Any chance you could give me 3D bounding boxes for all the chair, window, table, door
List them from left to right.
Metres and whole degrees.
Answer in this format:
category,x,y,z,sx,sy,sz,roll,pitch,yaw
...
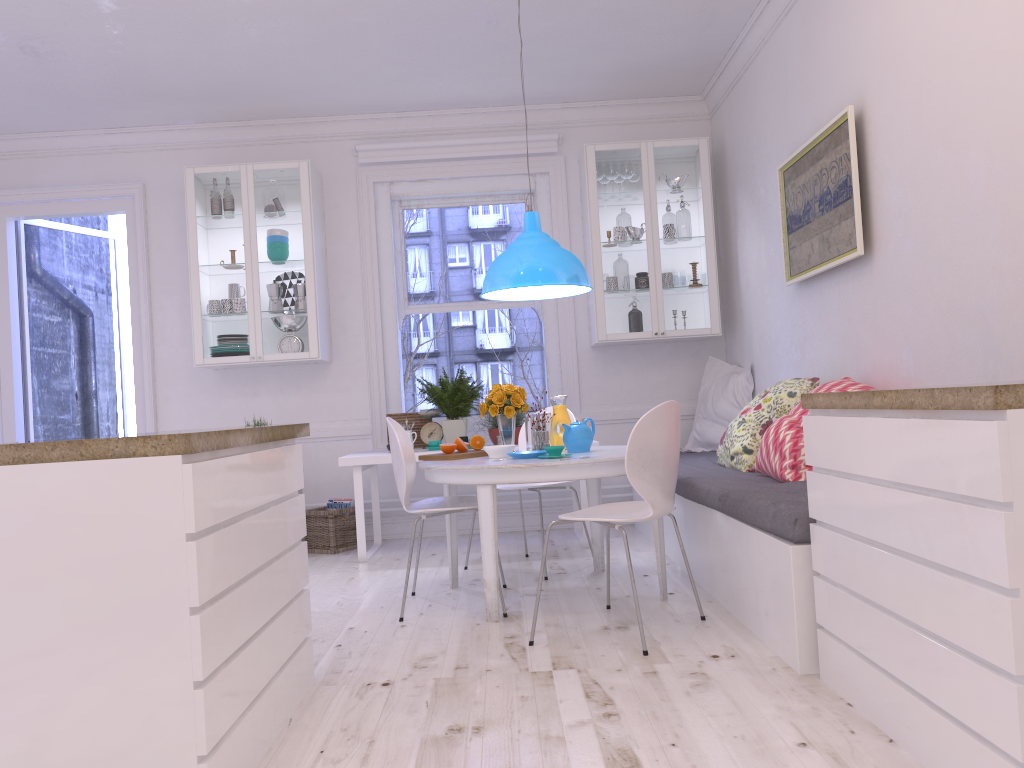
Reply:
category,x,y,z,sx,sy,sz,roll,pitch,yaw
door,-3.058,-0.031,6.684,1.009,2.474,1.021,-3,-1,-1
chair,-0.287,0.552,3.919,0.483,0.845,0.604,-3,-1,-1
window,-0.302,-0.556,6.298,1.234,1.782,0.181,-3,-1,-1
table,-0.234,0.700,5.493,1.514,0.619,0.736,-3,-1,-1
chair,0.098,0.548,4.716,0.604,0.845,0.483,-5,-2,45
table,0.165,0.634,4.018,1.140,0.629,1.140,-4,-2,28
chair,0.400,0.495,3.293,0.483,0.845,0.604,-4,-2,34

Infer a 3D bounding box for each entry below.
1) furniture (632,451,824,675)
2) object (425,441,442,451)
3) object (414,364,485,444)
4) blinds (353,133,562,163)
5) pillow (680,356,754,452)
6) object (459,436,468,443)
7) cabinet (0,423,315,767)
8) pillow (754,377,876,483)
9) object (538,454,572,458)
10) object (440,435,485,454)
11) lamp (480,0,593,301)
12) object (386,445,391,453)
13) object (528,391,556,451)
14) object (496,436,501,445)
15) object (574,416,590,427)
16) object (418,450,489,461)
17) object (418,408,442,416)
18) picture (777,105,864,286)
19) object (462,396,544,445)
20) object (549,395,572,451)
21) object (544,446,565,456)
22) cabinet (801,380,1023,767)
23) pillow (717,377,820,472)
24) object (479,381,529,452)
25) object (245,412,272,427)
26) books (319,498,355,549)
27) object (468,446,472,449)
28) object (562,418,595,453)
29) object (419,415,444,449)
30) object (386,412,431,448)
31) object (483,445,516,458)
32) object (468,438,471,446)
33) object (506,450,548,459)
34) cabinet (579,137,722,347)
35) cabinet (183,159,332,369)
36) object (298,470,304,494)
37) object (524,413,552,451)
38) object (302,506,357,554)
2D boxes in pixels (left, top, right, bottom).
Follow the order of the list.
category,x,y,z,sx,sy,sz,roll,pitch,yaw
furniture,1.161,0.642,4.319,0.769,0.508,3.296,-3,-1,-1
object,-0.462,0.372,5.354,0.121,0.055,0.121,-5,-2,40
object,-0.381,0.137,5.629,0.438,0.527,0.368,-3,-1,-1
blinds,-0.376,-1.627,6.137,1.451,0.131,0.136,-3,-1,-1
pillow,1.372,0.126,5.799,0.374,0.642,0.677,-3,-2,-30
object,-0.286,0.346,5.185,0.055,0.077,0.070,-4,-2,25
cabinet,-0.990,0.559,2.448,0.654,0.842,1.167,-3,-1,-1
pillow,1.290,0.188,3.680,0.491,0.424,0.587,-4,-1,2
object,0.181,0.305,3.737,0.147,0.011,0.147,-4,-1,2
object,-0.255,0.289,4.237,0.129,0.075,0.285,-4,-2,35
lamp,0.063,-1.422,4.450,0.568,1.948,0.568,-4,-2,33
object,-0.720,0.392,5.382,0.079,0.048,0.082,-2,-2,-41
object,0.138,0.177,4.042,0.128,0.287,0.128,-3,-1,1
object,-0.061,0.339,5.251,0.066,0.067,0.052,-3,-1,0
object,0.415,0.276,5.569,0.127,0.152,0.115,-3,-1,-18
object,-0.243,0.336,4.211,0.224,0.024,0.347,-5,-2,39
object,-0.529,0.184,5.752,0.163,0.047,0.164,-2,-2,-41
picture,1.427,-0.838,4.173,0.020,0.629,0.971,-3,-1,-1
object,-0.017,0.211,5.535,0.668,0.367,0.531,-4,-2,24
object,0.233,0.187,4.236,0.094,0.267,0.116,-4,-2,26
object,0.180,0.284,3.737,0.088,0.043,0.088,-4,-1,7
cabinet,1.217,0.416,2.116,0.654,0.842,1.036,-3,-1,-1
pillow,1.285,0.201,4.364,0.509,0.447,0.592,-4,-1,4
object,-0.026,0.161,4.268,0.234,0.351,0.235,-2,-2,-36
object,-1.608,0.360,5.672,0.196,0.367,0.186,-5,-2,44
books,-1.159,0.904,5.742,0.221,0.306,0.205,-4,-2,33
object,-0.218,0.372,5.248,0.121,0.021,0.121,-5,-2,40
object,0.308,0.235,4.070,0.156,0.151,0.150,-4,-1,3
object,-0.517,0.310,5.738,0.159,0.208,0.185,-3,-1,-1
object,-0.674,0.308,5.843,0.294,0.237,0.028,-3,-1,-1
object,-0.056,0.306,4.011,0.147,0.052,0.147,-5,-2,42
object,-0.234,0.347,5.245,0.069,0.058,0.080,-3,-2,-28
object,0.073,0.308,3.863,0.196,0.023,0.196,-3,-1,-13
cabinet,0.919,-0.943,5.984,0.823,1.311,0.425,-3,-1,-1
cabinet,-1.695,-0.785,5.949,0.823,1.311,0.425,-3,-1,-1
object,-1.577,0.827,5.639,0.418,0.534,0.599,-3,-1,-1
object,0.130,0.234,4.259,0.101,0.186,0.122,-4,-2,29
object,-1.165,0.938,5.730,0.276,0.270,0.276,-4,-2,33
